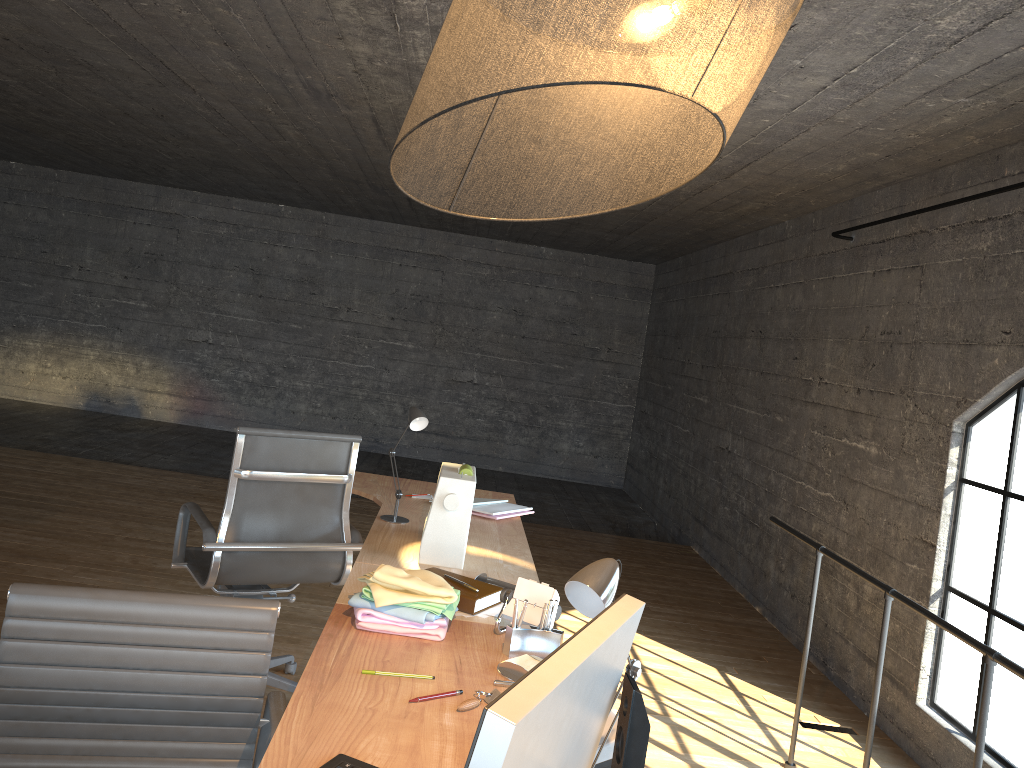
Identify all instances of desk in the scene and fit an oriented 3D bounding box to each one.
[{"bbox_3d":[-0.730,0.859,2.230,1.634,0.740,3.511,9,3,-2],"label":"desk"}]

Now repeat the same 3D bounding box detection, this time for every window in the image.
[{"bbox_3d":[0.412,0.391,0.193,6.893,1.875,3.209,6,3,-43],"label":"window"}]

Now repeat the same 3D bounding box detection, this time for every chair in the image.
[{"bbox_3d":[-0.937,0.636,3.172,0.648,1.018,0.688,9,-1,-34],"label":"chair"},{"bbox_3d":[-0.659,0.849,1.451,0.650,0.861,0.686,9,0,-17],"label":"chair"}]

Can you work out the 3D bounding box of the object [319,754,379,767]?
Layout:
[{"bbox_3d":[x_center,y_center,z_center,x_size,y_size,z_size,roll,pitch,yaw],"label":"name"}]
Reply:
[{"bbox_3d":[-0.282,0.605,1.153,0.188,0.011,0.488,10,3,22],"label":"object"}]

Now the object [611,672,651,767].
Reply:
[{"bbox_3d":[0.153,0.536,1.174,0.085,0.278,0.084,7,-3,41],"label":"object"}]

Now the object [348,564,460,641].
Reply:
[{"bbox_3d":[-0.251,0.499,2.106,0.255,0.130,0.252,9,2,0],"label":"object"}]

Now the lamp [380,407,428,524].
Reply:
[{"bbox_3d":[-0.390,0.280,3.162,0.105,0.410,0.207,9,-1,-17],"label":"lamp"}]

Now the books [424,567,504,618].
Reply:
[{"bbox_3d":[-0.128,0.544,2.338,0.293,0.054,0.258,11,4,38],"label":"books"}]

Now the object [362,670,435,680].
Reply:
[{"bbox_3d":[-0.227,0.583,1.769,0.146,0.007,0.008,8,1,-10],"label":"object"}]

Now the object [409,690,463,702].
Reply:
[{"bbox_3d":[-0.146,0.598,1.692,0.124,0.009,0.012,6,2,-40],"label":"object"}]

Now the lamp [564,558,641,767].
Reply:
[{"bbox_3d":[0.135,0.460,1.303,0.205,0.410,0.106,10,-2,-36],"label":"lamp"}]

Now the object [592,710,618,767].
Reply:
[{"bbox_3d":[0.096,0.568,1.492,0.189,0.165,0.170,9,0,-18],"label":"object"}]

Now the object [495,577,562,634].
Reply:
[{"bbox_3d":[0.045,0.542,2.105,0.155,0.136,0.098,9,0,32],"label":"object"}]

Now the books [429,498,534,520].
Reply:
[{"bbox_3d":[-0.116,0.486,3.563,0.319,0.044,0.305,11,3,32],"label":"books"}]

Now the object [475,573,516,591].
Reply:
[{"bbox_3d":[-0.014,0.568,2.482,0.182,0.026,0.074,10,3,27],"label":"object"}]

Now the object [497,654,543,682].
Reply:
[{"bbox_3d":[0.035,0.607,1.890,0.132,0.026,0.132,9,3,-3],"label":"object"}]

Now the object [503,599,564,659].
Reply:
[{"bbox_3d":[0.054,0.552,1.996,0.133,0.129,0.039,9,-2,-7],"label":"object"}]

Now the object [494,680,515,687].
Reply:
[{"bbox_3d":[0.041,0.620,1.807,0.158,0.011,0.011,8,0,-6],"label":"object"}]

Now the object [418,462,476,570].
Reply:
[{"bbox_3d":[-0.202,0.390,2.815,0.136,0.285,0.403,9,1,-3],"label":"object"}]

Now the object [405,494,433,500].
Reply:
[{"bbox_3d":[-0.362,0.460,3.632,0.142,0.013,0.127,9,3,0],"label":"object"}]

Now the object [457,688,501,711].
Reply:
[{"bbox_3d":[-0.044,0.607,1.688,0.097,0.024,0.107,9,3,11],"label":"object"}]

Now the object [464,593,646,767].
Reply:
[{"bbox_3d":[0.023,0.471,0.968,0.287,0.392,0.467,9,1,22],"label":"object"}]
